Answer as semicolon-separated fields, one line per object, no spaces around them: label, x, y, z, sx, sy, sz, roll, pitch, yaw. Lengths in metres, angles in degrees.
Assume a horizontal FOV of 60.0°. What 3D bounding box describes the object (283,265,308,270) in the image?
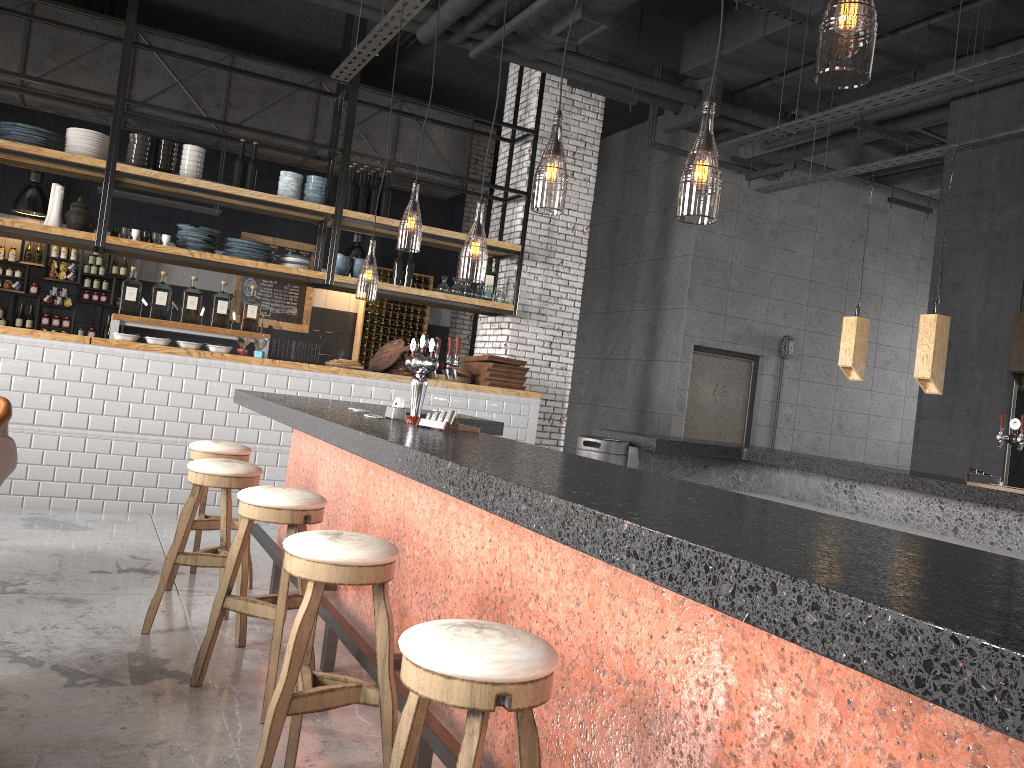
object;-2.006;-1.058;8.160;0.263;0.026;0.263;7;-1;10

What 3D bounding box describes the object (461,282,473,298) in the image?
object;-0.437;-0.933;8.740;0.118;0.181;0.118;7;-1;8

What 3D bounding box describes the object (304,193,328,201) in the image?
object;-1.821;-1.700;8.202;0.218;0.093;0.219;8;-1;-42

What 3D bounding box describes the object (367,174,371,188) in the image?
object;-1.406;-1.798;8.589;0.098;0.459;0.098;6;-2;42

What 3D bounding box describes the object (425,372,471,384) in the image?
object;-0.602;-0.073;8.397;0.437;0.097;0.437;7;-1;-1

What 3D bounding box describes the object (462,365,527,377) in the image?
object;-0.177;-0.125;8.586;0.404;0.044;0.636;7;-1;-25

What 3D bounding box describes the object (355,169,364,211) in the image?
object;-1.448;-1.805;8.419;0.098;0.459;0.098;7;-2;-3

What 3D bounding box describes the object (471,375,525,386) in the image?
object;-0.188;-0.038;8.583;0.404;0.044;0.636;7;-1;-23

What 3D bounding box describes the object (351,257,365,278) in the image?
object;-1.429;-1.082;8.418;0.199;0.230;0.165;6;-2;35

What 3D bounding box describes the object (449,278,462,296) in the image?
object;-0.551;-0.948;8.696;0.118;0.181;0.118;6;-1;24

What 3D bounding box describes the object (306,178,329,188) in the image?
object;-1.804;-1.827;8.207;0.217;0.096;0.219;8;-1;-42

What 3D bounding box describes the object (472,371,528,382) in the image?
object;-0.182;-0.082;8.585;0.404;0.044;0.636;7;-1;-29

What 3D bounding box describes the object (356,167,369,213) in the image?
object;-1.390;-1.799;8.297;0.098;0.459;0.098;7;-2;-3

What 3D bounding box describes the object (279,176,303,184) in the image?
object;-2.025;-1.852;8.124;0.210;0.076;0.209;6;-1;39

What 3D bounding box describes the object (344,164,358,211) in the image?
object;-1.486;-1.811;8.250;0.098;0.459;0.098;7;-2;-3

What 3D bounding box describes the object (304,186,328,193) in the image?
object;-1.821;-1.764;8.202;0.218;0.092;0.218;7;-1;10

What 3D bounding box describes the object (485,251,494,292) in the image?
object;-0.240;-1.091;9.048;0.140;0.550;0.097;8;-2;-21

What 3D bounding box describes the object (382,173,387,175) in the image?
object;-1.224;-2.004;8.520;0.046;0.031;0.046;8;-1;-33

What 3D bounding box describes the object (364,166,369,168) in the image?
object;-1.362;-2.023;8.303;0.046;0.031;0.046;6;-1;42

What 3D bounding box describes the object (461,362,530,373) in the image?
object;-0.171;-0.169;8.587;0.404;0.044;0.636;7;-1;-32

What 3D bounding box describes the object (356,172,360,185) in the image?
object;-1.506;-1.811;8.541;0.098;0.459;0.098;7;-2;-3

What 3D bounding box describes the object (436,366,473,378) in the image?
object;-0.592;-0.139;8.403;0.437;0.154;0.439;7;-1;21

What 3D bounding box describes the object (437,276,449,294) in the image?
object;-0.668;-0.962;8.660;0.118;0.181;0.118;6;-2;28

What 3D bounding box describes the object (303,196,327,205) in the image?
object;-1.829;-1.667;8.198;0.219;0.085;0.218;7;-1;34

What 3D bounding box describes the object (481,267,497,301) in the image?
object;-0.251;-1.015;9.051;0.156;0.406;0.106;8;-2;-21

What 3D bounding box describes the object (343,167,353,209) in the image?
object;-1.545;-1.817;8.372;0.098;0.459;0.098;7;-2;-3

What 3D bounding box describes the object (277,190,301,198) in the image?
object;-2.043;-1.723;8.122;0.210;0.069;0.209;7;-1;30

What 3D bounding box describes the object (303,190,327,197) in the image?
object;-1.824;-1.732;8.198;0.218;0.092;0.219;8;-1;-36

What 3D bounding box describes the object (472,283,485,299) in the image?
object;-0.335;-0.920;8.805;0.118;0.181;0.118;6;-2;41

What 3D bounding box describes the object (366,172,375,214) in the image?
object;-1.348;-1.792;8.467;0.098;0.459;0.098;6;-2;42

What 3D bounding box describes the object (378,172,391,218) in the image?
object;-1.194;-1.774;8.391;0.098;0.459;0.098;6;-2;42

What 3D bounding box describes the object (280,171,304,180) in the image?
object;-2.018;-1.895;8.127;0.210;0.074;0.210;7;-1;-21

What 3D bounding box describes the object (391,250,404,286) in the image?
object;-1.099;-1.161;8.607;0.098;0.471;0.098;8;-2;-37

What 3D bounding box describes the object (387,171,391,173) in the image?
object;-1.166;-1.998;8.398;0.046;0.031;0.046;8;-1;-33

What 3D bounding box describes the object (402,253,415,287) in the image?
object;-1.003;-1.149;8.653;0.098;0.471;0.098;8;-2;-18

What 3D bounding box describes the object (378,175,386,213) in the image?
object;-1.252;-1.780;8.513;0.098;0.459;0.098;6;-2;42

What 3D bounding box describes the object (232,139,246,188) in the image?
object;-2.419;-1.936;7.884;0.098;0.471;0.098;7;-2;-3

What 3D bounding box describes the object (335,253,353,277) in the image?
object;-1.593;-1.103;8.353;0.198;0.230;0.166;7;-1;-19

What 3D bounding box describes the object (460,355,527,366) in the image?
object;-0.185;-0.217;8.509;0.406;0.094;0.637;7;-1;-28

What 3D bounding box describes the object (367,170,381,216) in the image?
object;-1.290;-1.786;8.345;0.098;0.459;0.098;6;-2;42

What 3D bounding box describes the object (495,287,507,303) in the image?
object;-0.102;-0.891;8.879;0.118;0.181;0.118;7;-1;-2

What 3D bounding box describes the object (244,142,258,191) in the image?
object;-2.323;-1.924;7.931;0.098;0.471;0.098;7;-2;-3

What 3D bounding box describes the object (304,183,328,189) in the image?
object;-1.817;-1.796;8.203;0.218;0.092;0.218;7;-1;15

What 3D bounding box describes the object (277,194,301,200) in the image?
object;-2.048;-1.680;8.122;0.210;0.065;0.210;7;-1;-8

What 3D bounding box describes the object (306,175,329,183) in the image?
object;-1.806;-1.859;8.208;0.218;0.091;0.218;7;-1;-8

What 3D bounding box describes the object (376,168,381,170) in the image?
object;-1.262;-2.011;8.351;0.046;0.031;0.046;6;-1;42

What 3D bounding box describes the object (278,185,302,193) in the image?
object;-2.037;-1.767;8.128;0.210;0.074;0.209;6;-1;39

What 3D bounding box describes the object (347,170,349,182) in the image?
object;-1.602;-1.830;8.494;0.098;0.471;0.098;7;-2;-3

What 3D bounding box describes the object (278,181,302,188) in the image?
object;-2.035;-1.810;8.123;0.210;0.078;0.210;7;-1;-3

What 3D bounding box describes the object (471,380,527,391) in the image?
object;-0.193;0.006;8.582;0.404;0.044;0.636;7;-1;-30

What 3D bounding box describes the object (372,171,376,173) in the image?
object;-1.320;-2.017;8.473;0.046;0.031;0.046;6;-1;42

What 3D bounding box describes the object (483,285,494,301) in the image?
object;-0.234;-0.907;8.873;0.118;0.181;0.118;8;-2;-42

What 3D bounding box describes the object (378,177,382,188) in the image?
object;-1.310;-1.786;8.635;0.098;0.459;0.098;6;-2;42

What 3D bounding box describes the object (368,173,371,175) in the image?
object;-1.379;-2.023;8.595;0.046;0.031;0.046;6;-1;42

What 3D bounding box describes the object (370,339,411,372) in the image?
object;-1.113;-0.257;8.073;0.241;0.338;0.488;8;-1;-40

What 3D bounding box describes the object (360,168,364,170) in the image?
object;-1.421;-2.030;8.425;0.046;0.031;0.046;6;-1;42

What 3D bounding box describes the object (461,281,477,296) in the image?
object;-0.404;-1.110;8.959;0.156;0.554;0.106;8;-2;-21

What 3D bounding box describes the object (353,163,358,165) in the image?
object;-1.459;-2.036;8.257;0.046;0.031;0.046;6;-1;42
